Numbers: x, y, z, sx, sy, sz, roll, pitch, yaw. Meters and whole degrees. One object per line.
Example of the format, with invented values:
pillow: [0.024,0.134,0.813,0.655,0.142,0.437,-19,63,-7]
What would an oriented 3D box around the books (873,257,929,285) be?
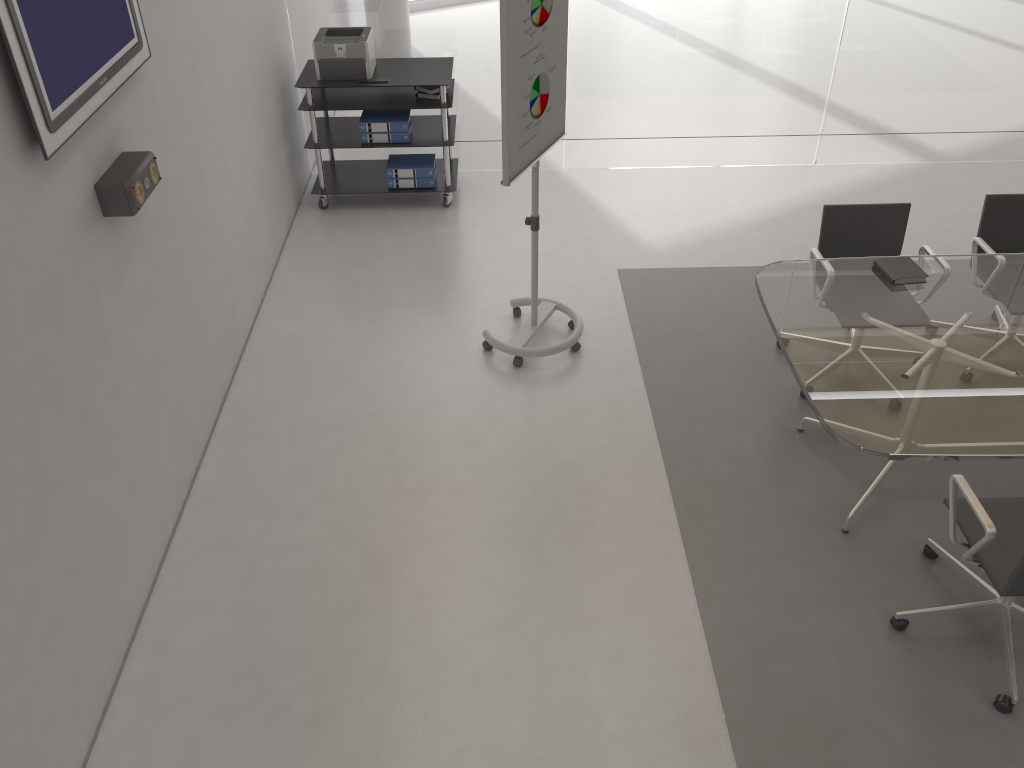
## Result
books: [1.698,-0.496,3.877,0.164,0.032,0.183,-5,37,-6]

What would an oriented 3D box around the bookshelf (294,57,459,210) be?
bookshelf: [-0.877,-1.698,6.045,0.985,0.855,0.567,-1,37,-1]

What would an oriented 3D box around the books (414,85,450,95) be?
books: [-0.523,-1.958,5.835,0.164,0.032,0.183,28,46,33]

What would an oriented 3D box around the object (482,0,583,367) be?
object: [0.099,-1.077,4.173,0.560,2.088,0.553,-10,38,-12]

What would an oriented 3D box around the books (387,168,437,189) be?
books: [-0.687,-1.432,6.110,0.320,0.077,0.263,-1,37,-1]

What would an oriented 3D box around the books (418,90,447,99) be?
books: [-0.525,-1.925,5.846,0.146,0.028,0.170,10,38,14]

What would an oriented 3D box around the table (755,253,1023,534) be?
table: [2.584,0.097,3.701,3.054,0.721,1.372,-1,37,-1]

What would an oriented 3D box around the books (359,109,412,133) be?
books: [-0.838,-1.748,5.886,0.320,0.077,0.263,-1,37,-1]

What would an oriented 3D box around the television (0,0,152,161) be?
television: [-1.402,-1.197,2.840,0.049,0.590,1.013,-1,37,-1]

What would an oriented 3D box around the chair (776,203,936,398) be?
chair: [1.732,-0.370,4.273,0.731,0.805,0.710,-12,38,-14]

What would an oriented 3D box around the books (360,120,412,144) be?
books: [-0.837,-1.688,5.928,0.320,0.077,0.263,-1,37,-1]

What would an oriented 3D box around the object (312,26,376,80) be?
object: [-1.077,-2.136,5.724,0.351,0.235,0.350,-1,37,-1]

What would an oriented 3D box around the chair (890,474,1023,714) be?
chair: [1.759,0.547,3.050,0.731,0.805,0.710,-11,38,-14]

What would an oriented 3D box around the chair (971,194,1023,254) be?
chair: [2.553,-0.436,4.349,0.731,0.805,0.710,-12,38,-14]

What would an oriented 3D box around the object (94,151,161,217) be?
object: [-1.368,-0.720,3.179,0.123,0.117,0.298,-1,37,-1]

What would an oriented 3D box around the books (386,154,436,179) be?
books: [-0.688,-1.492,6.068,0.320,0.077,0.263,-1,37,-1]
